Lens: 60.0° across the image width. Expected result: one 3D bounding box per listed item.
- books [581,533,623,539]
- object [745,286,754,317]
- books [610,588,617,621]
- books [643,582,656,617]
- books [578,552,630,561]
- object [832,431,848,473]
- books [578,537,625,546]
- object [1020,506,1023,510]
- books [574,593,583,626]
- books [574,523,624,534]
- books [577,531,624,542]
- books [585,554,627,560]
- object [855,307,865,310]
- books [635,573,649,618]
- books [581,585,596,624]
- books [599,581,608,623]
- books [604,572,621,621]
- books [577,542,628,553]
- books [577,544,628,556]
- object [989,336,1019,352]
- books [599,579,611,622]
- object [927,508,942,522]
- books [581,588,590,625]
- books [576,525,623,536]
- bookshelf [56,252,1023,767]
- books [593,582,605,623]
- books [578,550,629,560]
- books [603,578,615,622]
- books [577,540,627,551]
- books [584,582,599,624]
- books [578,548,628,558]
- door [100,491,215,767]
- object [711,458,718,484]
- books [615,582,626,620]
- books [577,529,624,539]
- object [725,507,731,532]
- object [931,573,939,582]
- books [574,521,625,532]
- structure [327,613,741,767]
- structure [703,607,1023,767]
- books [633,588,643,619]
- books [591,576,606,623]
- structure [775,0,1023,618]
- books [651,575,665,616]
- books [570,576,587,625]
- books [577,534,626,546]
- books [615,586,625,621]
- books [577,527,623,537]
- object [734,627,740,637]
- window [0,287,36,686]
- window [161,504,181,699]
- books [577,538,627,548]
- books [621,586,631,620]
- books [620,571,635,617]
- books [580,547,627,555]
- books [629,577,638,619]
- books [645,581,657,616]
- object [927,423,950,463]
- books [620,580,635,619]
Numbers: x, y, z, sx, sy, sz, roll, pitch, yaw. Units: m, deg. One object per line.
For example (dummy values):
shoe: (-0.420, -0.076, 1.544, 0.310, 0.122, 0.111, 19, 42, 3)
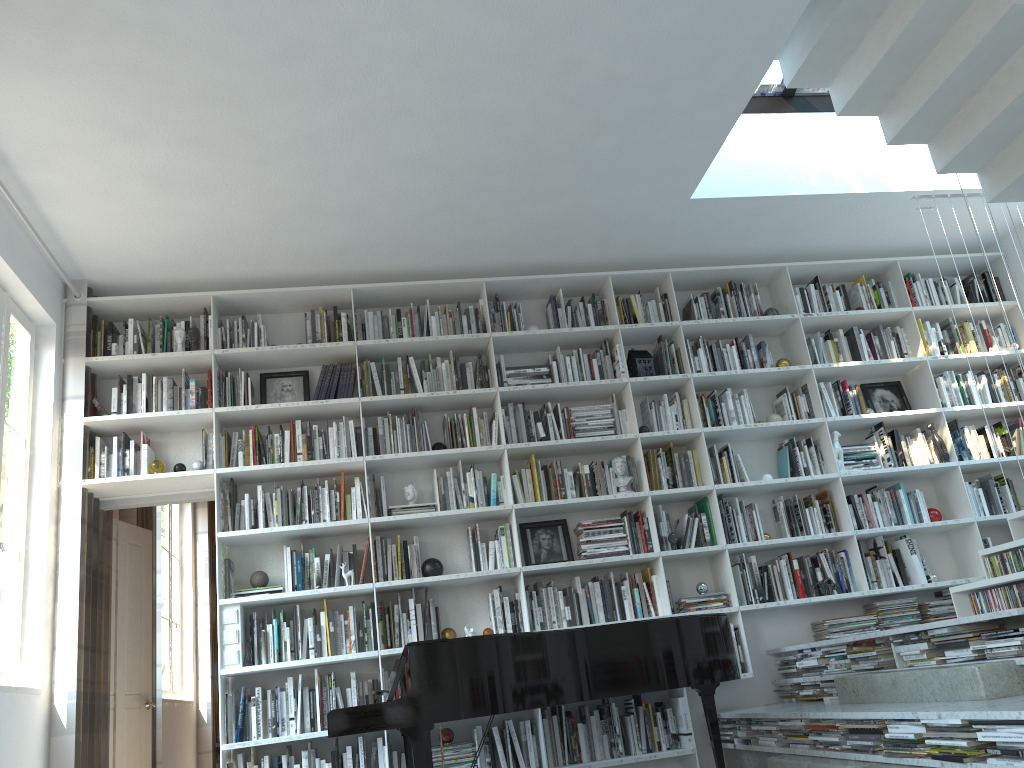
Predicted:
books: (0.544, 0.947, 5.444, 0.254, 0.012, 0.161, -5, -19, -7)
object: (1.631, -0.516, 6.147, 0.006, 0.296, 0.130, -4, -19, -10)
books: (0.590, 1.336, 5.313, 0.021, 0.202, 0.129, -4, -19, -10)
books: (0.804, 1.310, 5.336, 0.042, 0.211, 0.169, -4, -19, -10)
books: (0.559, 1.057, 5.401, 0.285, 0.012, 0.160, -2, -20, -15)
object: (2.090, 0.441, 5.687, 0.087, 0.287, 0.075, -16, -20, 23)
books: (0.547, 0.968, 5.432, 0.254, 0.012, 0.161, -2, -20, -15)
object: (3.381, 0.843, 5.889, 0.071, 0.072, 0.072, -22, -24, 36)
books: (0.380, 1.348, 5.257, 0.023, 0.195, 0.165, -4, -19, -10)
books: (0.535, 0.891, 5.466, 0.285, 0.012, 0.160, -5, -20, -8)
books: (0.542, 0.936, 5.448, 0.254, 0.012, 0.161, -3, -20, -13)
books: (0.560, 1.071, 5.404, 0.254, 0.012, 0.161, -5, -20, -8)
object: (2.414, -0.499, 6.154, 0.071, 0.072, 0.072, -22, -24, 36)
books: (0.765, 1.288, 5.350, 0.026, 0.271, 0.175, -4, -19, -10)
books: (0.451, 1.329, 5.291, 0.031, 0.236, 0.159, -4, -19, -10)
books: (0.533, 1.318, 5.314, 0.011, 0.250, 0.159, -4, -19, -10)
books: (0.601, 1.287, 5.321, 0.012, 0.295, 0.178, -4, -19, -10)
books: (0.550, 1.005, 5.429, 0.285, 0.012, 0.160, -4, -20, -9)
books: (0.552, 1.017, 5.428, 0.285, 0.012, 0.160, -4, -20, -10)
object: (3.412, -0.268, 6.182, 0.203, 0.136, 0.095, -9, -19, 5)
books: (0.545, 1.309, 5.307, 0.010, 0.260, 0.182, -4, -19, -10)
object: (2.738, 0.867, 5.778, 0.115, 0.116, 0.115, 4, -22, -31)
books: (0.424, 1.341, 5.291, 0.025, 0.219, 0.140, -4, -19, -10)
books: (0.538, 0.900, 5.458, 0.254, 0.012, 0.161, -3, -20, -14)
bookshelf: (0.612, 0.802, 5.442, 6.296, 3.130, 0.331, -4, -19, -10)
books: (0.504, 1.317, 5.291, 0.026, 0.244, 0.192, -4, -19, -10)
books: (0.556, 1.049, 5.414, 0.285, 0.012, 0.160, -4, -20, -11)
books: (0.564, 1.304, 5.305, 0.028, 0.263, 0.162, -4, -19, -10)
books: (0.549, 0.993, 5.431, 0.285, 0.012, 0.160, -5, -20, -8)
books: (0.475, 1.324, 5.313, 0.025, 0.253, 0.137, -4, -19, -10)
books: (0.556, 1.034, 5.409, 0.285, 0.012, 0.160, -6, -19, -5)
door: (-2.083, 1.734, 5.353, 0.834, 1.973, 0.789, -4, -19, -10)
object: (1.278, 0.591, 5.687, 0.013, 0.207, 0.140, -4, -19, -10)
books: (0.641, 1.317, 5.326, 0.014, 0.234, 0.154, -4, -19, -10)
books: (0.541, 0.923, 5.450, 0.254, 0.012, 0.161, -3, -20, -14)
object: (1.346, 0.911, 5.599, 0.007, 0.265, 0.135, -4, -19, -10)
object: (2.681, 1.245, 5.657, 0.071, 0.072, 0.072, -22, -24, 36)
books: (0.535, 0.877, 5.463, 0.285, 0.012, 0.160, -2, -20, -15)
structure: (0.194, 1.548, 3.967, 1.918, 0.829, 1.340, -4, -19, -10)
structure: (2.660, 1.356, 4.087, 2.899, 0.657, 3.125, -4, -20, -10)
books: (0.738, 1.328, 5.318, 0.023, 0.182, 0.169, -4, -19, -10)
books: (0.518, 1.305, 5.323, 0.014, 0.285, 0.135, -4, -19, -10)
structure: (2.634, -0.370, 4.298, 2.613, 3.369, 1.962, -4, -19, -10)
books: (0.861, 1.289, 5.348, 0.033, 0.245, 0.177, -4, -19, -10)
books: (0.396, 1.307, 5.289, 0.026, 0.290, 0.152, -4, -19, -10)
books: (0.546, 0.957, 5.436, 0.285, 0.012, 0.160, -6, -19, -5)
books: (0.625, 1.327, 5.308, 0.024, 0.206, 0.184, -4, -19, -10)
books: (0.539, 0.913, 5.456, 0.254, 0.012, 0.161, -3, -20, -13)
object: (1.340, 1.579, 5.249, 0.011, 0.259, 0.142, -4, -19, -10)
window: (-2.434, 0.257, 3.821, 0.073, 2.001, 1.991, -4, -19, -10)
window: (-2.999, 1.640, 7.515, 0.073, 2.001, 1.991, -4, -19, -10)
books: (0.549, 0.979, 5.428, 0.285, 0.012, 0.160, -6, -19, -5)
books: (0.663, 1.325, 5.313, 0.023, 0.203, 0.168, -4, -19, -10)
books: (0.697, 1.285, 5.346, 0.014, 0.292, 0.138, -4, -19, -10)
books: (0.554, 1.023, 5.413, 0.254, 0.012, 0.161, -2, -20, -15)
books: (0.712, 1.304, 5.349, 0.014, 0.255, 0.145, -4, -19, -10)
books: (0.830, 1.307, 5.342, 0.011, 0.215, 0.166, -4, -19, -10)
object: (2.806, 0.396, 5.833, 0.087, 0.287, 0.075, -16, -20, 23)
books: (0.684, 1.310, 5.322, 0.023, 0.233, 0.175, -4, -19, -10)
